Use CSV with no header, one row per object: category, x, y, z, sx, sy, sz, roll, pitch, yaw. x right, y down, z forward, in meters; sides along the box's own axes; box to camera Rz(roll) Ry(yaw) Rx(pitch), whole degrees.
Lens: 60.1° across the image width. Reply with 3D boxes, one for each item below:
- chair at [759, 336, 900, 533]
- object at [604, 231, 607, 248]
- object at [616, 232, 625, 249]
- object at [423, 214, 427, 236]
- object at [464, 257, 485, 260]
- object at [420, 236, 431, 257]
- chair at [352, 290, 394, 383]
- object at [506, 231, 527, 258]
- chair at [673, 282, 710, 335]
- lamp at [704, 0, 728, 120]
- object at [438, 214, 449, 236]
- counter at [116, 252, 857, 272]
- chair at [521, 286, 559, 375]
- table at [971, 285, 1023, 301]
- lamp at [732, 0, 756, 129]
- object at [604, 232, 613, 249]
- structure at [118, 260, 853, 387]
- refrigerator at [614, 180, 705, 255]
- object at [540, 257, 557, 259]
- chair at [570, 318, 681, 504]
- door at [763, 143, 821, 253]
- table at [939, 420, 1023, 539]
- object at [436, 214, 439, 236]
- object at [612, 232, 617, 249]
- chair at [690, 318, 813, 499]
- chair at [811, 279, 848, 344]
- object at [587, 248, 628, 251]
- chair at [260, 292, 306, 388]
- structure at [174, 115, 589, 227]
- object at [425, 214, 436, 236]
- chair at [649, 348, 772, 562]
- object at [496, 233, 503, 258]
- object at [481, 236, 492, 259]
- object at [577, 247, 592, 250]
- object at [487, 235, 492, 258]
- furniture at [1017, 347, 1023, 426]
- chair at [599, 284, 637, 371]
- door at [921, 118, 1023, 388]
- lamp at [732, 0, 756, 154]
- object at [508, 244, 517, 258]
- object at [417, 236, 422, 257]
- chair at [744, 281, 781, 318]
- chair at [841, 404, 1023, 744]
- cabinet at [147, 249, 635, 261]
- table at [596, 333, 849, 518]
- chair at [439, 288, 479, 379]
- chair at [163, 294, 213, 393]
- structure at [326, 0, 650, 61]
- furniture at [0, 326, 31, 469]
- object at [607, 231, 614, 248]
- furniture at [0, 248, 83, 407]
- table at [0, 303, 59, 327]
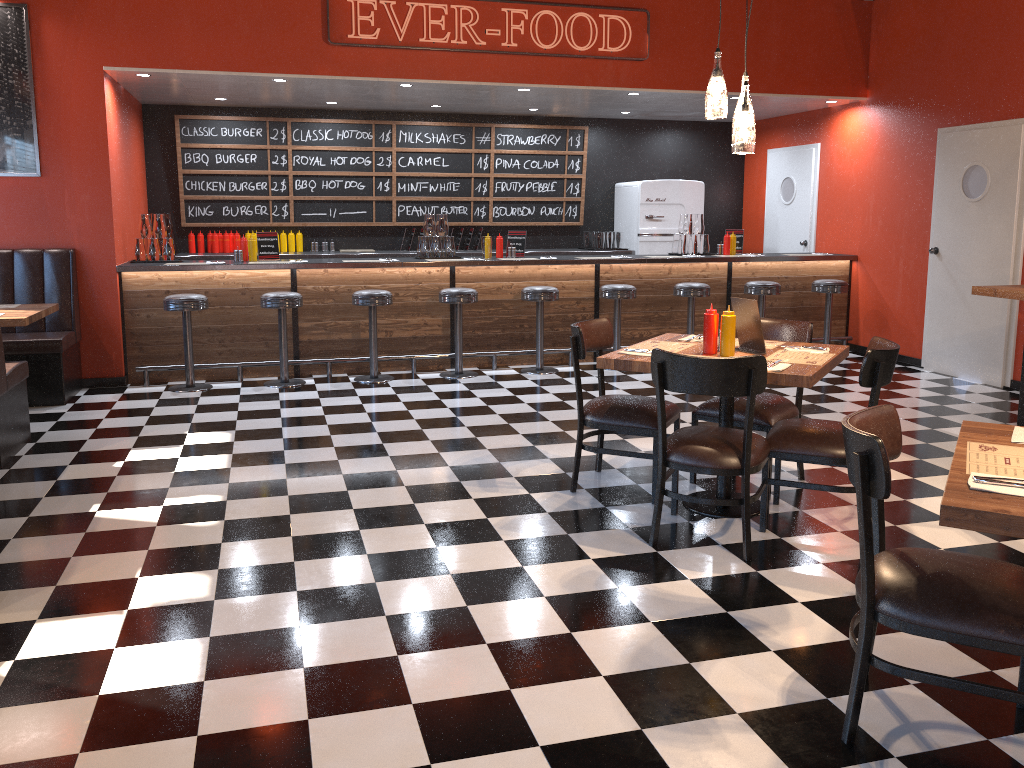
chair,1.455,0.228,4.058,0.545,0.862,0.489,4,10,24
object,1.149,-1.737,10.685,0.105,0.207,0.106,5,10,29
object,1.254,-1.651,10.245,0.105,0.207,0.106,5,10,29
object,-0.793,-1.512,8.423,0.105,0.207,0.106,5,10,29
object,-0.357,-1.164,8.223,0.157,0.019,0.257,-4,12,-19
object,-0.814,-1.287,8.354,0.105,0.207,0.106,5,10,29
chair,-1.196,-0.421,7.632,0.349,0.769,0.350,6,11,34
object,0.041,-1.353,8.576,0.188,0.255,0.073,3,9,19
chair,1.701,-0.574,8.430,0.348,0.769,0.350,-2,9,-15
lamp,0.971,-2.230,4.077,0.108,1.952,0.109,-4,9,-24
object,-0.648,-1.499,8.357,0.105,0.207,0.106,5,10,29
counter,0.068,-1.181,8.493,7.043,0.050,0.680,-3,11,-15
chair,0.253,-0.498,8.031,0.349,0.769,0.350,5,10,29
table,3.318,0.043,4.669,0.696,0.993,1.703,-3,11,-15
lamp,1.100,-2.115,4.071,0.108,1.952,0.109,-5,10,-28
object,1.117,-1.654,10.261,0.105,0.207,0.106,5,10,29
structure,0.150,-0.589,8.279,7.043,1.033,0.217,-3,9,-15
refrigerator,1.744,-1.509,10.560,0.803,1.791,0.855,-2,9,-15
object,0.348,-1.196,8.391,0.157,0.019,0.257,0,11,0
chair,0.573,0.113,4.643,0.545,0.862,0.489,4,10,24
door,3.186,-1.642,10.278,0.161,2.165,1.033,-2,9,-15
table,1.636,0.622,2.269,0.962,0.769,0.962,6,11,29
object,-0.683,-1.519,8.463,0.105,0.207,0.106,5,10,29
object,1.217,-1.672,10.352,0.105,0.207,0.106,5,10,29
chair,1.295,0.096,4.737,0.488,0.862,0.546,8,12,41
chair,3.150,-0.651,8.828,0.349,0.769,0.350,5,10,29
object,1.114,-1.566,10.302,0.437,0.018,0.274,-3,11,-15
chair,-1.920,-0.383,7.433,0.349,0.769,0.350,6,11,34
structure,-1.322,-2.347,9.917,4.544,1.139,0.201,-3,9,-15
object,-0.764,-1.495,8.337,0.105,0.207,0.106,5,10,29
chair,0.875,0.261,3.884,0.487,0.862,0.548,4,10,23
object,-0.120,-1.332,8.521,0.068,0.236,0.068,0,9,-3
object,-0.240,-1.287,8.365,0.105,0.207,0.106,5,10,29
object,1.025,-1.622,10.589,0.437,0.018,0.274,-3,11,-15
object,-0.230,-1.333,8.524,0.068,0.236,0.068,0,9,-3
furniture,5.057,0.528,1.791,1.104,1.141,8.817,-3,11,-15
chair,0.977,-0.536,8.230,0.349,0.769,0.350,5,10,29
door,3.939,-1.122,7.601,0.161,2.165,1.033,-2,9,-15
lamp,1.072,-2.034,3.961,0.108,1.952,0.109,5,10,31
object,-0.002,-1.274,8.489,0.094,0.135,0.047,6,11,34
object,-0.857,-1.307,8.457,0.105,0.207,0.106,5,10,29
chair,2.426,-0.612,8.629,0.348,0.769,0.351,-2,9,-10
chair,1.182,0.537,2.462,0.545,0.862,0.489,5,10,26
cabinet,-1.221,-0.976,9.904,5.287,0.992,0.680,-3,10,-15
table,1.042,0.223,4.325,0.958,0.769,0.965,6,11,29
chair,-0.471,-0.460,7.832,0.349,0.769,0.350,4,10,24
chair,-2.644,-0.345,7.233,0.349,0.769,0.350,5,10,29
structure,-0.147,-3.109,7.722,2.876,0.436,0.122,-3,9,-15
furniture,-3.789,-0.111,5.034,1.710,1.147,0.710,-3,10,-15
object,1.176,-1.713,10.563,0.105,0.207,0.106,5,10,29
furniture,-4.243,-0.424,6.647,1.710,1.147,0.710,-3,10,-15
table,-4.006,-0.079,5.860,1.692,0.769,0.963,-3,10,-15
